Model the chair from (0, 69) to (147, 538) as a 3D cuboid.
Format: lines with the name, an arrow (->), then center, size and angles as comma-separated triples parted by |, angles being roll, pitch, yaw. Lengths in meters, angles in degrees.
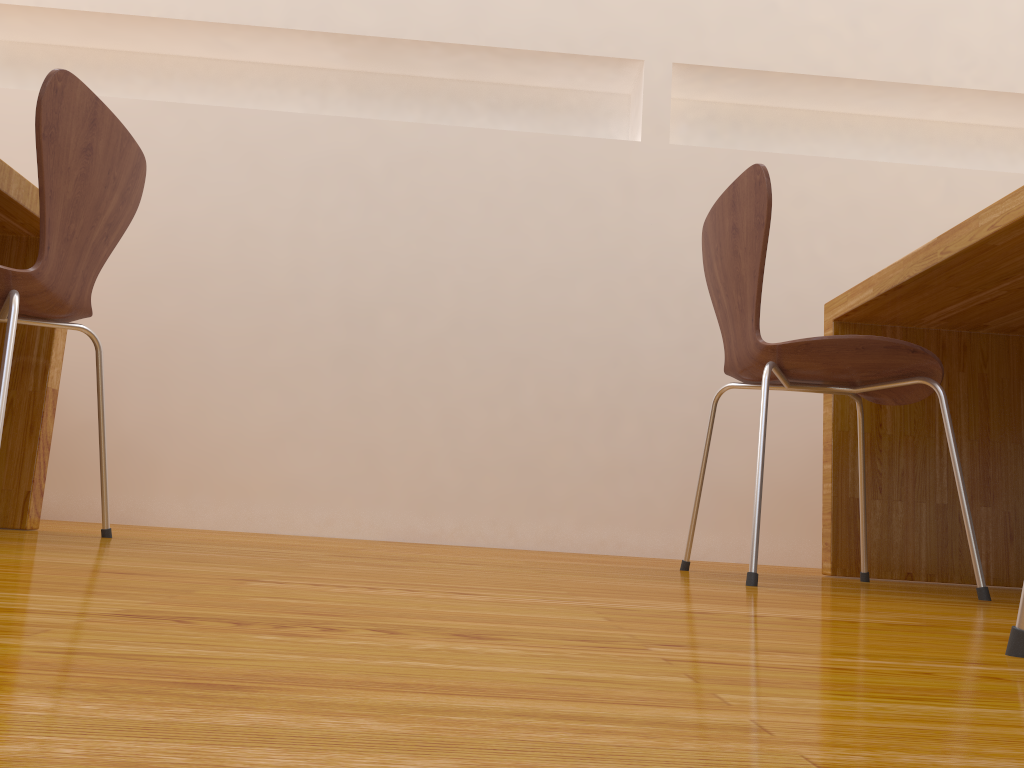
chair -> -0.857, -0.109, 1.399 | 0.381, 0.693, 0.428 | 4, -9, -3

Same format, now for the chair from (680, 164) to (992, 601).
chair -> 0.549, 0.009, 1.594 | 0.381, 0.693, 0.428 | 4, -9, -3

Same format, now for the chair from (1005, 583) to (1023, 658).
chair -> 0.572, -0.163, 0.488 | 0.381, 0.693, 0.428 | 4, -9, -3

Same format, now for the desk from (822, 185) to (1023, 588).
desk -> 1.532, 0.022, 0.453 | 1.527, 0.785, 3.243 | 4, -9, -3

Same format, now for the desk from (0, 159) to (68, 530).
desk -> -1.395, -0.515, 0.141 | 1.248, 1.022, 3.216 | 4, -9, -3
